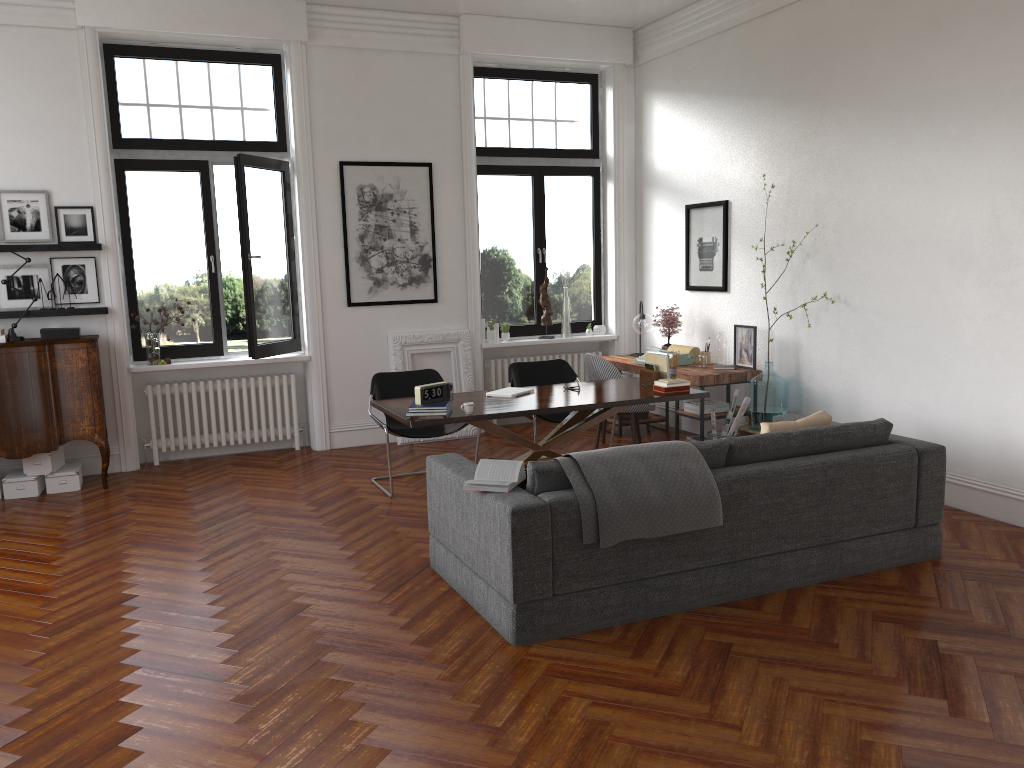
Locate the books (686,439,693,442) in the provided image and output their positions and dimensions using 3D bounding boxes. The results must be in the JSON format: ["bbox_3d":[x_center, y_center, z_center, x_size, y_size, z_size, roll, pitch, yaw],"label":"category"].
[{"bbox_3d":[1.663,0.486,7.625,0.267,0.014,0.195,-5,9,-24],"label":"books"}]

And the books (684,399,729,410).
[{"bbox_3d":[1.657,0.176,7.543,0.308,0.038,0.225,-5,9,-23],"label":"books"}]

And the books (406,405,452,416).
[{"bbox_3d":[-0.545,0.169,5.850,0.264,0.027,0.346,-1,8,2],"label":"books"}]

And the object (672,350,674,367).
[{"bbox_3d":[1.183,-0.155,6.512,0.008,0.196,0.032,2,10,21],"label":"object"}]

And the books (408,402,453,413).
[{"bbox_3d":[-0.533,0.148,5.838,0.250,0.017,0.343,-1,8,2],"label":"books"}]

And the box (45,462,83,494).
[{"bbox_3d":[-3.641,0.769,7.214,0.244,0.177,0.393,-5,9,-23],"label":"box"}]

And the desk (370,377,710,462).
[{"bbox_3d":[0.205,0.460,6.429,2.224,0.754,1.027,-5,9,-23],"label":"desk"}]

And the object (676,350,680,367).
[{"bbox_3d":[1.207,-0.150,6.486,0.044,0.194,0.008,0,9,7],"label":"object"}]

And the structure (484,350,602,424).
[{"bbox_3d":[0.347,0.074,9.483,1.452,0.781,0.225,-5,10,-23],"label":"structure"}]

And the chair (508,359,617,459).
[{"bbox_3d":[0.366,0.270,7.342,0.752,0.875,0.743,-5,9,-23],"label":"chair"}]

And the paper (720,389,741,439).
[{"bbox_3d":[1.770,0.363,7.326,0.293,0.628,0.047,-7,10,-30],"label":"paper"}]

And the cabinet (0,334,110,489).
[{"bbox_3d":[-3.895,0.273,7.012,1.265,1.222,0.638,-5,10,-23],"label":"cabinet"}]

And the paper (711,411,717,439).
[{"bbox_3d":[1.652,0.457,7.207,0.073,0.480,0.033,1,9,14],"label":"paper"}]

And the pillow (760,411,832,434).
[{"bbox_3d":[1.585,0.390,5.062,0.486,0.462,0.225,-5,10,-23],"label":"pillow"}]

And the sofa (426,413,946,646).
[{"bbox_3d":[0.965,0.643,5.010,2.643,0.831,1.259,-5,9,-23],"label":"sofa"}]

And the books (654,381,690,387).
[{"bbox_3d":[1.168,-0.007,6.459,0.207,0.029,0.163,-5,9,-25],"label":"books"}]

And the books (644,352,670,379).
[{"bbox_3d":[1.111,-0.114,6.780,0.043,0.240,0.309,-5,9,-23],"label":"books"}]

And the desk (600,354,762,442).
[{"bbox_3d":[1.472,0.183,8.229,0.647,0.760,1.793,-5,9,-23],"label":"desk"}]

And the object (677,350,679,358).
[{"bbox_3d":[1.204,-0.153,6.497,0.038,0.195,0.008,-1,9,3],"label":"object"}]

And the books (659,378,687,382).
[{"bbox_3d":[1.174,-0.029,6.470,0.159,0.008,0.128,-5,8,-21],"label":"books"}]

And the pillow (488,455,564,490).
[{"bbox_3d":[0.124,0.530,4.557,0.470,0.398,0.329,1,9,14],"label":"pillow"}]

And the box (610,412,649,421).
[{"bbox_3d":[1.148,0.297,8.838,0.317,0.083,0.295,-5,9,-23],"label":"box"}]

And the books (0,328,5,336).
[{"bbox_3d":[-4.092,-0.397,6.887,0.239,0.044,0.254,-5,9,-23],"label":"books"}]

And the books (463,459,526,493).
[{"bbox_3d":[-0.081,0.437,4.288,0.224,0.096,0.278,1,8,19],"label":"books"}]

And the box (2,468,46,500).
[{"bbox_3d":[-3.883,0.795,7.080,0.244,0.177,0.393,-4,9,-18],"label":"box"}]

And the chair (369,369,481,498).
[{"bbox_3d":[-0.714,0.363,6.890,0.752,0.875,0.743,-5,9,-23],"label":"chair"}]

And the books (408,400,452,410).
[{"bbox_3d":[-0.534,0.132,5.835,0.250,0.017,0.343,-1,8,2],"label":"books"}]

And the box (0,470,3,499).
[{"bbox_3d":[-4.151,0.813,7.000,0.209,0.177,0.393,-6,9,-28],"label":"box"}]

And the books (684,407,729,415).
[{"bbox_3d":[1.653,0.213,7.538,0.308,0.038,0.225,-5,9,-24],"label":"books"}]

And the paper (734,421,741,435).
[{"bbox_3d":[1.817,0.483,7.291,0.126,0.389,0.026,-2,9,-1],"label":"paper"}]

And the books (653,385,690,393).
[{"bbox_3d":[1.163,0.027,6.457,0.215,0.040,0.159,-5,9,-21],"label":"books"}]

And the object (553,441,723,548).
[{"bbox_3d":[0.598,0.510,4.300,0.751,0.389,0.399,-5,9,-23],"label":"object"}]

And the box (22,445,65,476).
[{"bbox_3d":[-3.766,0.606,7.135,0.209,0.177,0.393,-4,8,-13],"label":"box"}]

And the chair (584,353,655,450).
[{"bbox_3d":[0.934,0.159,7.974,0.547,0.902,0.714,-7,10,-30],"label":"chair"}]

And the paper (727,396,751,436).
[{"bbox_3d":[1.768,0.390,7.126,0.047,0.611,0.329,-10,12,-42],"label":"paper"}]

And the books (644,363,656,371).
[{"bbox_3d":[1.065,-0.079,6.787,0.040,0.158,0.128,-5,9,-23],"label":"books"}]

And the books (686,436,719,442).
[{"bbox_3d":[1.662,0.471,7.622,0.268,0.014,0.195,-3,8,-12],"label":"books"}]

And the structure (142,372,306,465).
[{"bbox_3d":[-2.660,0.334,8.225,1.452,0.781,0.225,-5,10,-23],"label":"structure"}]

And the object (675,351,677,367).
[{"bbox_3d":[1.195,-0.148,6.464,0.008,0.195,0.036,-3,9,-11],"label":"object"}]

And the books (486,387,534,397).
[{"bbox_3d":[-0.010,0.062,6.543,0.231,0.026,0.325,3,9,32],"label":"books"}]

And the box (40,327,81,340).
[{"bbox_3d":[-3.644,-0.410,7.162,0.282,0.087,0.208,-5,9,-23],"label":"box"}]

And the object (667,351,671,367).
[{"bbox_3d":[1.154,-0.147,6.476,0.049,0.193,0.008,-5,10,-18],"label":"object"}]

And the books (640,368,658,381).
[{"bbox_3d":[1.040,-0.048,6.735,0.028,0.125,0.220,-5,9,-23],"label":"books"}]

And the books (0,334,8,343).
[{"bbox_3d":[-4.090,-0.346,6.889,0.294,0.057,0.229,-5,9,-23],"label":"books"}]

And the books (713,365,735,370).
[{"bbox_3d":[1.815,-0.146,7.653,0.213,0.031,0.128,0,8,14],"label":"books"}]
